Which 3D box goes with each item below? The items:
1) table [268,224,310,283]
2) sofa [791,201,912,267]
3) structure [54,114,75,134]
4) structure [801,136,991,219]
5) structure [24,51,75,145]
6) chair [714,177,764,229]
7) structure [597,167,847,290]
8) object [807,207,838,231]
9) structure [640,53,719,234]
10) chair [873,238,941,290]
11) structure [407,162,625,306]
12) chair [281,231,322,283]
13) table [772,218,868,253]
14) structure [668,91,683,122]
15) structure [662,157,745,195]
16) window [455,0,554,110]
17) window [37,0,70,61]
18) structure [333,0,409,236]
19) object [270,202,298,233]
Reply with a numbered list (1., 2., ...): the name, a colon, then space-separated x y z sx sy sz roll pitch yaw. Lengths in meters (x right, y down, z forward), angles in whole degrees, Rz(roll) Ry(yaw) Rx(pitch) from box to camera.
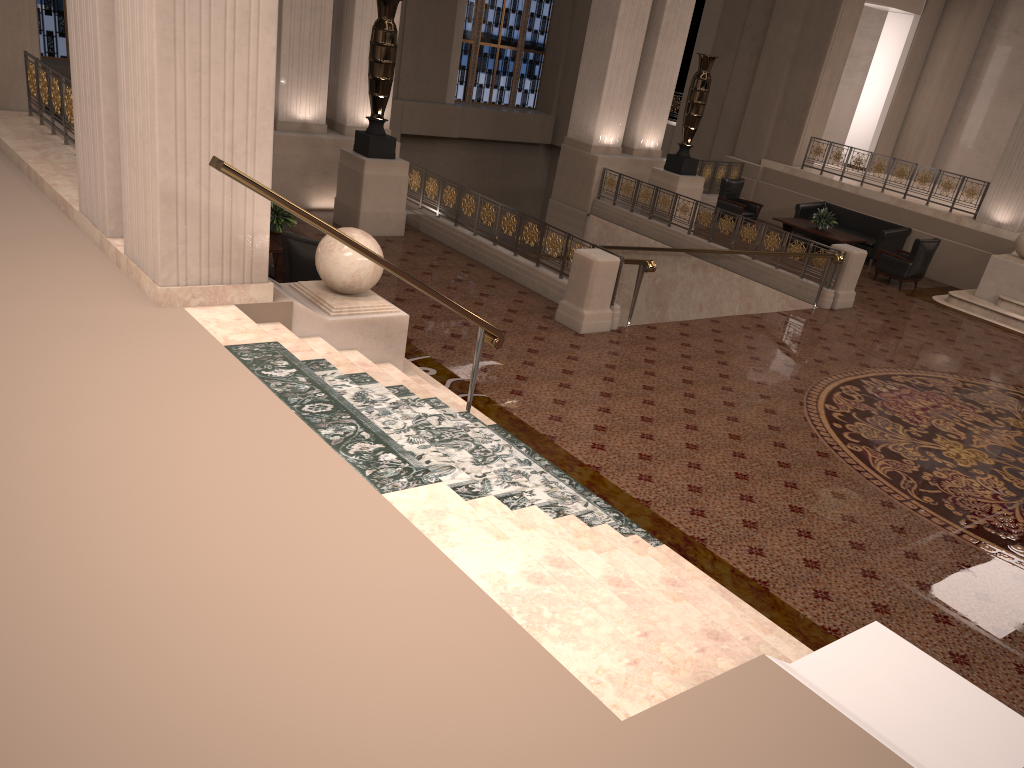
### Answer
1. table: -2.710 -1.450 9.480 0.830 0.456 1.426 -10 31 -38
2. sofa: 6.150 -2.770 16.190 0.866 0.740 1.858 -10 31 -38
3. structure: -4.442 -2.992 11.191 2.510 0.685 0.031 -8 32 -37
4. structure: 6.923 -3.846 16.227 0.031 0.655 3.570 -13 32 -38
5. structure: -3.909 -2.381 7.931 0.031 0.655 3.570 -13 32 -38
6. chair: 4.249 -3.372 16.557 0.638 0.884 0.696 -14 35 -41
7. structure: 3.025 -2.529 13.773 0.078 0.563 4.773 -13 32 -38
8. object: 5.477 -2.916 15.491 0.503 0.394 0.501 7 25 -9
9. structure: 2.922 -4.011 14.829 0.692 2.919 0.676 -11 34 -37
10. chair: 6.433 -2.032 14.421 0.641 0.884 0.693 -11 33 -37
11. structure: -0.283 -2.082 11.239 0.078 0.563 4.769 -12 32 -37
12. chair: -1.764 -0.997 8.312 0.645 0.884 0.688 14 25 7
13. table: 5.412 -2.548 15.701 0.830 0.456 1.426 -10 31 -38
14. structure: 3.178 -6.550 20.421 0.030 0.700 2.083 -13 32 -38
15. structure: 3.722 -4.096 17.443 2.510 0.685 0.031 -8 32 -37
16. window: -0.111 -9.486 20.890 2.956 5.609 0.067 -10 33 -36
17. window: -8.228 -8.388 14.674 2.956 5.609 0.067 -10 33 -36
18. structure: -1.713 -3.384 11.280 0.692 2.919 0.676 -11 34 -37
19. object: -2.494 -1.791 9.274 0.503 0.394 0.501 7 25 -9
